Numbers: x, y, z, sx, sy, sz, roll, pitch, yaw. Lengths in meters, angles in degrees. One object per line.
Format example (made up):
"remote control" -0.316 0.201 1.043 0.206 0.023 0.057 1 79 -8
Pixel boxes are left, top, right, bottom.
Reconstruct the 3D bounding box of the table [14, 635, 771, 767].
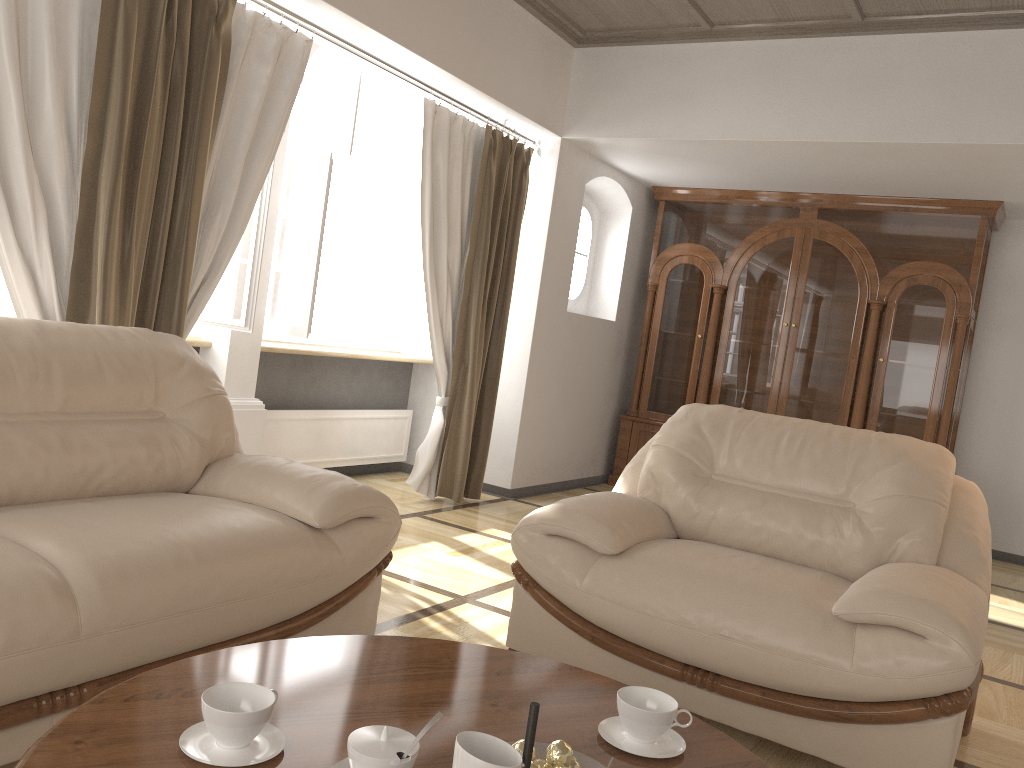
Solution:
"table" -0.127 0.770 1.311 1.167 0.392 1.169 10 4 26

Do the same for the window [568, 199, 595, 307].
"window" 0.424 -0.952 6.406 0.050 0.784 0.600 10 4 30

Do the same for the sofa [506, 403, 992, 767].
"sofa" 0.799 0.559 2.836 1.318 0.900 1.052 10 4 30

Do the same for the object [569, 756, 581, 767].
"object" 0.083 0.572 1.317 0.040 0.039 0.039 11 4 41

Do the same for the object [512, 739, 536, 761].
"object" 0.016 0.552 1.327 0.039 0.039 0.041 8 3 -10

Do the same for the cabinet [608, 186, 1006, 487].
"cabinet" 2.035 -0.176 6.421 2.360 2.298 0.587 10 4 30

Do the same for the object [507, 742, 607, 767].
"object" 0.045 0.579 1.256 0.227 0.039 0.227 6 4 -35

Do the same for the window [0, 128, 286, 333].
"window" -1.838 -0.975 3.524 0.784 1.500 1.759 10 4 29

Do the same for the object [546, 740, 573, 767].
"object" 0.069 0.542 1.295 0.038 0.044 0.038 11 4 37

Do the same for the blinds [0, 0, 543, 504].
"blinds" -1.440 -0.496 3.175 0.285 2.294 5.765 10 4 30

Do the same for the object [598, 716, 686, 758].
"object" 0.221 0.605 1.513 0.150 0.010 0.150 9 3 20

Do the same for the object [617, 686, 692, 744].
"object" 0.229 0.571 1.507 0.105 0.071 0.114 5 5 -45

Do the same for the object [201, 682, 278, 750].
"object" -0.404 0.491 1.301 0.105 0.071 0.114 8 3 -9

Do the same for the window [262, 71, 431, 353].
"window" -0.818 -0.926 5.231 0.782 1.500 1.653 10 4 30

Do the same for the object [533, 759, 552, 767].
"object" 0.042 0.573 1.306 0.040 0.038 0.039 6 4 -35

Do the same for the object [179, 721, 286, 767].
"object" -0.408 0.526 1.298 0.150 0.010 0.150 9 3 16

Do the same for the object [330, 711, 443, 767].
"object" -0.175 0.503 1.210 0.178 0.133 0.104 5 5 -45

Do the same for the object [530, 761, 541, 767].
"object" 0.027 0.545 1.228 0.038 0.039 0.040 9 3 15

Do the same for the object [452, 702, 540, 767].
"object" -0.034 0.491 1.082 0.119 0.210 0.119 9 3 8

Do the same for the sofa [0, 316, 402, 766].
"sofa" -1.286 0.304 2.019 1.051 0.900 2.135 10 4 30
